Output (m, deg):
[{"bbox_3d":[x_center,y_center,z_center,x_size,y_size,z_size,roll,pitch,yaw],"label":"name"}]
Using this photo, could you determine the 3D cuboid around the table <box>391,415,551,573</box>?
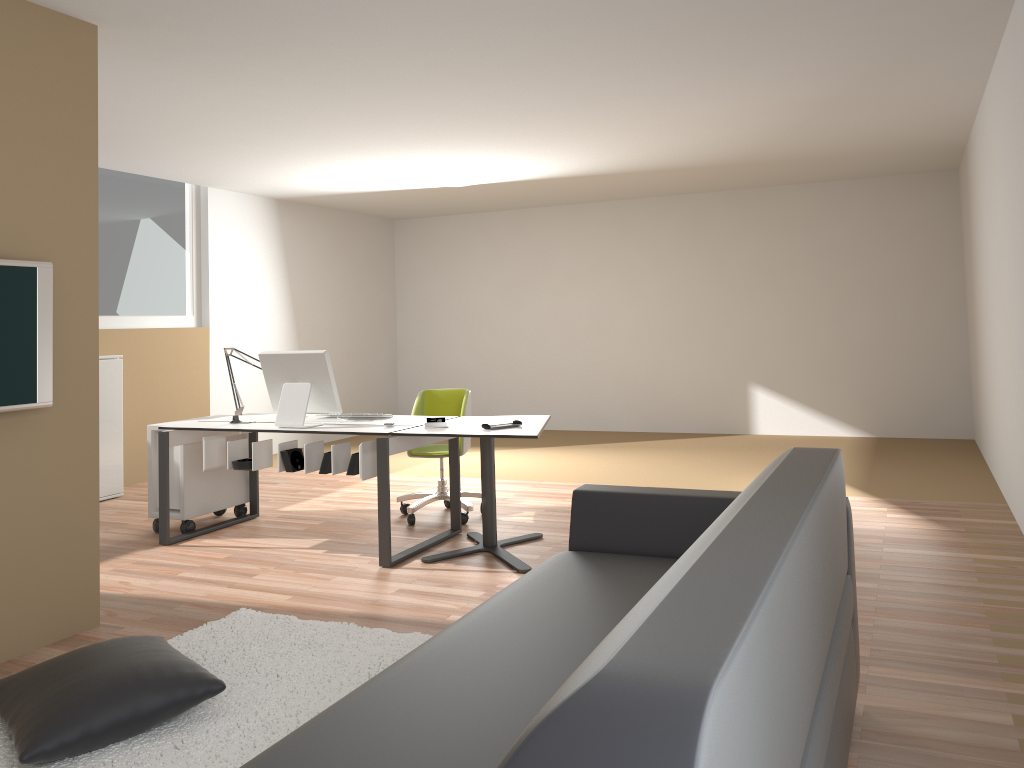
[{"bbox_3d":[-0.071,0.564,4.831,0.809,0.691,0.926,-1,1,22],"label":"table"}]

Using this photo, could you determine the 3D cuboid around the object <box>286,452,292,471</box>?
[{"bbox_3d":[-1.196,0.423,4.891,0.040,0.114,0.133,-3,0,25],"label":"object"}]

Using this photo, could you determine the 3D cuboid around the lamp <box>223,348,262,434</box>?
[{"bbox_3d":[-1.476,0.036,5.352,0.540,0.532,0.139,-2,-3,-11],"label":"lamp"}]

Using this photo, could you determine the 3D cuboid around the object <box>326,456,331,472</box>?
[{"bbox_3d":[-0.958,0.423,4.784,0.040,0.114,0.133,-3,0,25],"label":"object"}]

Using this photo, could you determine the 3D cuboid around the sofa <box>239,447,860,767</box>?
[{"bbox_3d":[0.215,0.668,2.003,0.950,0.837,2.261,-1,3,24],"label":"sofa"}]

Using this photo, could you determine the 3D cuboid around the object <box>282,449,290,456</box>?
[{"bbox_3d":[-1.227,0.423,4.905,0.039,0.114,0.133,-3,0,25],"label":"object"}]

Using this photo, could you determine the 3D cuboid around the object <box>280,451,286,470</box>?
[{"bbox_3d":[-1.231,0.423,4.907,0.040,0.114,0.133,-3,0,25],"label":"object"}]

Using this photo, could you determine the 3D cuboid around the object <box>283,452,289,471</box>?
[{"bbox_3d":[-1.214,0.423,4.899,0.040,0.114,0.133,-3,0,25],"label":"object"}]

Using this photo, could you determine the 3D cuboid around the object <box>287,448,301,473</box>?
[{"bbox_3d":[-1.193,0.423,4.890,0.039,0.114,0.133,-3,0,25],"label":"object"}]

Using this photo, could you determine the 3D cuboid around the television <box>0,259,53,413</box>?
[{"bbox_3d":[-2.098,-0.156,2.987,0.054,0.580,1.175,-3,2,25],"label":"television"}]

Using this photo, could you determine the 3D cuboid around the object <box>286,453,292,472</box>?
[{"bbox_3d":[-1.198,0.423,4.892,0.040,0.114,0.133,-3,0,25],"label":"object"}]

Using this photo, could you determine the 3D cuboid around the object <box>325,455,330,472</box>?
[{"bbox_3d":[-0.964,0.423,4.786,0.040,0.114,0.133,-3,0,25],"label":"object"}]

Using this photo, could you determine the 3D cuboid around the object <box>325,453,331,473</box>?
[{"bbox_3d":[-0.962,0.423,4.786,0.040,0.114,0.133,-3,0,25],"label":"object"}]

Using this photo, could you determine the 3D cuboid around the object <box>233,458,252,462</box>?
[{"bbox_3d":[-1.511,0.435,5.032,0.119,0.002,0.133,0,4,24],"label":"object"}]

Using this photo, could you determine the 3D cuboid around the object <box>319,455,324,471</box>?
[{"bbox_3d":[-1.000,0.423,4.802,0.040,0.114,0.133,-3,0,25],"label":"object"}]

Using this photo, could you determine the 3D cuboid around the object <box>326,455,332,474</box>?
[{"bbox_3d":[-0.956,0.423,4.783,0.040,0.114,0.133,-3,0,25],"label":"object"}]

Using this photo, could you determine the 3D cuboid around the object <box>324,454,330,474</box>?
[{"bbox_3d":[-0.966,0.423,4.787,0.040,0.114,0.133,-3,0,25],"label":"object"}]

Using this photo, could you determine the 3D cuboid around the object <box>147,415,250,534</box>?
[{"bbox_3d":[-2.018,0.575,5.741,0.308,0.679,0.621,-3,0,24],"label":"object"}]

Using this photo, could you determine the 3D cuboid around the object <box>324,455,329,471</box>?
[{"bbox_3d":[-0.970,0.423,4.789,0.040,0.114,0.133,-3,0,25],"label":"object"}]

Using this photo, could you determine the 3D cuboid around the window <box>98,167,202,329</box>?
[{"bbox_3d":[-3.711,-1.296,6.700,0.045,1.803,3.639,-3,2,25],"label":"window"}]

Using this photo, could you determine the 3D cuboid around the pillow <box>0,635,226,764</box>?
[{"bbox_3d":[-1.303,0.972,2.793,0.582,0.210,0.608,-4,4,-40],"label":"pillow"}]

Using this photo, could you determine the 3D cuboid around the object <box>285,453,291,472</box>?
[{"bbox_3d":[-1.204,0.423,4.894,0.040,0.114,0.133,-3,0,25],"label":"object"}]

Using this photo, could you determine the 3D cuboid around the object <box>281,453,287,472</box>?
[{"bbox_3d":[-1.229,0.423,4.906,0.040,0.114,0.133,-3,0,25],"label":"object"}]

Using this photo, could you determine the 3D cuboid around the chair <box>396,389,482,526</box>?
[{"bbox_3d":[-0.461,0.458,5.788,0.621,0.814,0.596,-2,-1,-1],"label":"chair"}]

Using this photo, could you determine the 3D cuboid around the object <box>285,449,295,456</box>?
[{"bbox_3d":[-1.202,0.423,4.893,0.039,0.114,0.133,-3,0,25],"label":"object"}]

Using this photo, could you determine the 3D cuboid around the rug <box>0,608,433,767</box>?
[{"bbox_3d":[-0.945,1.068,2.669,1.447,0.045,2.028,0,4,24],"label":"rug"}]

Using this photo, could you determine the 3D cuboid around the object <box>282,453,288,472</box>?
[{"bbox_3d":[-1.223,0.423,4.903,0.040,0.114,0.133,-3,0,25],"label":"object"}]

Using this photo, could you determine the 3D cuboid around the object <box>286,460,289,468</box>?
[{"bbox_3d":[-1.210,0.423,4.897,0.039,0.114,0.133,-3,0,25],"label":"object"}]

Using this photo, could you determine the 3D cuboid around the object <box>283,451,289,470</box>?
[{"bbox_3d":[-1.212,0.423,4.898,0.040,0.114,0.133,-3,0,25],"label":"object"}]

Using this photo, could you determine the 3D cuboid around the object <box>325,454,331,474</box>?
[{"bbox_3d":[-0.960,0.423,4.785,0.040,0.114,0.133,-3,0,25],"label":"object"}]

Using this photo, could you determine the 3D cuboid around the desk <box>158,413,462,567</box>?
[{"bbox_3d":[-1.200,0.571,5.246,1.598,0.690,0.805,-1,1,24],"label":"desk"}]

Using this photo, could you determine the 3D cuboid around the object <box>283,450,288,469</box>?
[{"bbox_3d":[-1.218,0.423,4.901,0.039,0.114,0.133,-3,0,25],"label":"object"}]

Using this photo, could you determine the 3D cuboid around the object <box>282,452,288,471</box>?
[{"bbox_3d":[-1.221,0.423,4.902,0.040,0.114,0.133,-3,0,25],"label":"object"}]

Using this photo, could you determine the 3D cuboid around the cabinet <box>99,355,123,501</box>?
[{"bbox_3d":[-3.484,0.374,6.210,0.416,1.088,1.524,-3,1,25],"label":"cabinet"}]

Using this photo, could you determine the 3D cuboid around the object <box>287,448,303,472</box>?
[{"bbox_3d":[-1.189,0.423,4.888,0.040,0.114,0.133,-3,0,25],"label":"object"}]

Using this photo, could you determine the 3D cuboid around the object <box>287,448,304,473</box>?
[{"bbox_3d":[-1.189,0.423,4.888,0.039,0.114,0.133,-3,0,25],"label":"object"}]

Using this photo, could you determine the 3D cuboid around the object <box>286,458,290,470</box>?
[{"bbox_3d":[-1.206,0.423,4.895,0.040,0.114,0.133,-3,0,25],"label":"object"}]

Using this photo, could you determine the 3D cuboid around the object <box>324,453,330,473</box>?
[{"bbox_3d":[-0.968,0.423,4.788,0.040,0.114,0.133,-3,0,25],"label":"object"}]
